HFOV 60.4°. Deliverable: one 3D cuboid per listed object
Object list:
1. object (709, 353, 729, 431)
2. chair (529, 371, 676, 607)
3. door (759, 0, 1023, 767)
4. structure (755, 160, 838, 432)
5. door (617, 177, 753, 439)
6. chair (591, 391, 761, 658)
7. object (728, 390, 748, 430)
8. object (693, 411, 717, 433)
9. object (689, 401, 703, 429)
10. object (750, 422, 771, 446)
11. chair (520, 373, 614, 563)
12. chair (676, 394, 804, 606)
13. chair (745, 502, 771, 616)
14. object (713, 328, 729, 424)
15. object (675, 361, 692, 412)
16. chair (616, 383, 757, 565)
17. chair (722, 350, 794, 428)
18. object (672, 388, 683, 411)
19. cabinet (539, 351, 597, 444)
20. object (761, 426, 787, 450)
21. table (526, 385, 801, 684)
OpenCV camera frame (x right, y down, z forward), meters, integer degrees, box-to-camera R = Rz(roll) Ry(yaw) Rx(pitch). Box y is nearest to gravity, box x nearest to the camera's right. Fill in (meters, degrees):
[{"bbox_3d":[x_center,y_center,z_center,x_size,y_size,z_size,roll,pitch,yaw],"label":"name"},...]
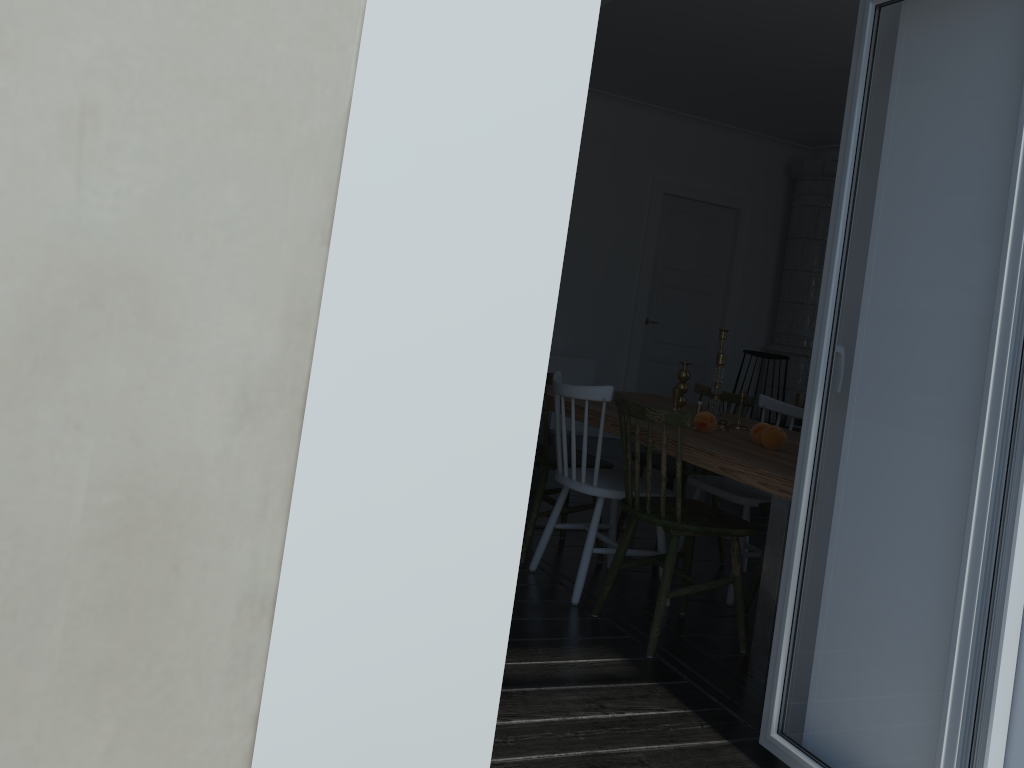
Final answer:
[{"bbox_3d":[0.842,0.027,3.624,0.141,0.311,0.139,8,-1,18],"label":"object"},{"bbox_3d":[0.365,0.407,3.593,0.506,0.844,0.469,8,0,-25],"label":"chair"},{"bbox_3d":[0.926,-0.016,2.081,0.104,2.031,0.588,9,-1,-19],"label":"door"},{"bbox_3d":[2.846,-0.698,8.439,0.782,2.897,1.261,8,-1,20],"label":"structure"},{"bbox_3d":[1.663,-0.667,8.513,1.161,2.481,0.116,9,-2,-24],"label":"door"},{"bbox_3d":[0.593,0.486,3.168,0.482,0.829,0.470,8,0,-26],"label":"chair"},{"bbox_3d":[0.969,0.109,3.732,0.080,0.161,0.080,8,0,23],"label":"object"},{"bbox_3d":[0.746,0.148,3.409,0.084,0.084,0.089,8,2,-12],"label":"object"},{"bbox_3d":[0.745,0.121,3.518,0.101,0.114,0.103,7,2,-39],"label":"object"},{"bbox_3d":[0.923,0.186,3.246,0.091,0.088,0.083,8,1,2],"label":"object"},{"bbox_3d":[0.179,0.347,4.048,0.482,0.829,0.470,8,0,-26],"label":"chair"},{"bbox_3d":[1.082,0.482,3.926,0.506,0.844,0.469,8,0,-25],"label":"chair"},{"bbox_3d":[1.265,0.558,3.471,0.482,0.829,0.470,8,0,-26],"label":"chair"},{"bbox_3d":[0.918,-0.035,3.872,0.114,0.412,0.112,8,-1,28],"label":"object"},{"bbox_3d":[0.714,0.031,3.711,0.100,0.248,0.101,8,-1,-1],"label":"object"},{"bbox_3d":[0.851,0.419,4.350,0.482,0.829,0.470,8,0,-26],"label":"chair"},{"bbox_3d":[1.967,0.243,7.148,0.615,1.007,0.901,8,1,20],"label":"chair"},{"bbox_3d":[0.672,0.088,3.622,0.049,0.139,0.049,9,-1,-25],"label":"object"},{"bbox_3d":[0.020,0.067,7.431,1.193,0.737,0.594,7,1,-24],"label":"cabinet"},{"bbox_3d":[0.941,0.194,3.164,0.083,0.090,0.088,7,2,-34],"label":"object"},{"bbox_3d":[0.764,0.521,3.669,1.011,0.716,2.247,7,5,-25],"label":"table"}]
